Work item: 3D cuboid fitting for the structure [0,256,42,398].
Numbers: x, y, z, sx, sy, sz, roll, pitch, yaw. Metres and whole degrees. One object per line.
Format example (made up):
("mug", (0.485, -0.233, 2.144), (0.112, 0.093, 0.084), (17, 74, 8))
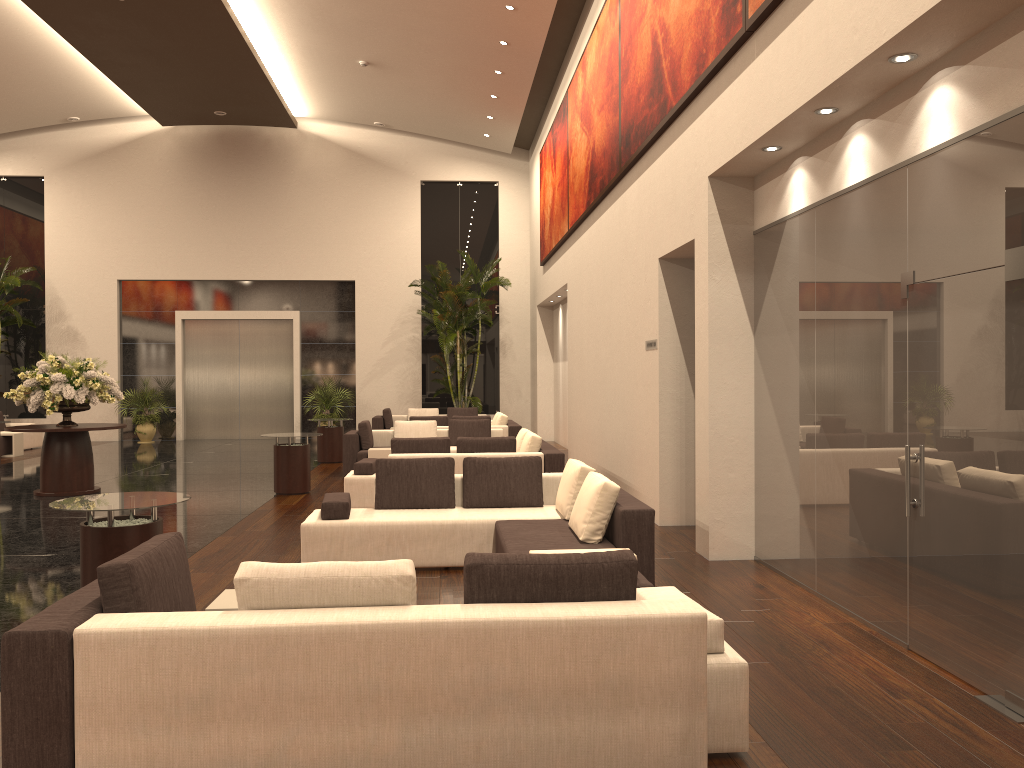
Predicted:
("structure", (-12.428, -0.850, 20.908), (2.436, 4.611, 2.531), (-1, 1, -33))

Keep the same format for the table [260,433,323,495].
("table", (-2.989, 1.086, 12.059), (0.833, 0.795, 0.844), (-1, 1, -43))

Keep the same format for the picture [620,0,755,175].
("picture", (1.527, -3.809, 8.601), (0.070, 2.526, 4.515), (0, 1, -4))

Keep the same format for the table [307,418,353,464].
("table", (-3.349, 1.049, 16.366), (0.833, 0.795, 0.844), (-1, 1, -43))

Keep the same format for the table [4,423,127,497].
("table", (-6.128, 1.038, 12.218), (1.498, 0.921, 1.498), (0, 1, -13))

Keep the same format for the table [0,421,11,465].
("table", (-9.447, 1.085, 15.896), (0.833, 0.795, 0.844), (-1, 1, -43))

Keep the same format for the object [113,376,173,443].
("object", (-8.910, 0.589, 21.610), (1.297, 1.682, 1.373), (0, 1, 29))

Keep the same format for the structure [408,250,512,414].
("structure", (-1.223, -0.916, 21.629), (2.436, 4.611, 2.531), (-1, 1, -33))

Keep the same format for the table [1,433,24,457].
("table", (-10.255, 1.239, 18.070), (0.400, 0.460, 0.400), (0, 1, -4))

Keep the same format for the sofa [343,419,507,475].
("sofa", (-1.282, 1.023, 14.458), (2.846, 0.862, 1.291), (0, 1, -4))

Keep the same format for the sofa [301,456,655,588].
("sofa", (-0.363, 1.091, 6.537), (2.586, 0.862, 3.366), (0, 1, -4))

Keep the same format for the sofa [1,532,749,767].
("sofa", (-0.469, 1.115, 3.911), (2.846, 0.862, 1.291), (0, 1, -4))

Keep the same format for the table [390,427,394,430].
("table", (-2.448, 1.186, 19.399), (0.400, 0.460, 0.400), (0, 1, -4))

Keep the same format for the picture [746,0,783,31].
("picture", (1.951, -3.761, 3.105), (0.070, 2.526, 6.485), (0, 1, -4))

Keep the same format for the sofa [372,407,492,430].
("sofa", (-1.718, 0.974, 20.114), (2.846, 0.862, 1.291), (0, 1, -4))

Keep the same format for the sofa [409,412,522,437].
("sofa", (-1.228, 0.995, 17.525), (2.586, 0.862, 3.366), (0, 1, -4))

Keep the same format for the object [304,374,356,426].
("object", (-4.586, 0.564, 21.890), (1.297, 1.682, 1.373), (0, 1, 34))

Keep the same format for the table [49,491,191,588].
("table", (-2.497, 1.142, 5.685), (0.833, 0.795, 0.844), (0, 1, 35))

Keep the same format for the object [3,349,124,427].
("object", (-6.107, 0.030, 12.209), (1.402, 1.097, 1.453), (0, 1, 42))

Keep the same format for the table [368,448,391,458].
("table", (-2.012, 1.236, 13.743), (0.400, 0.460, 0.400), (0, 1, -4))

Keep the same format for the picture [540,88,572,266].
("picture", (0.832, -3.887, 17.614), (0.070, 2.526, 4.515), (0, 1, -4))

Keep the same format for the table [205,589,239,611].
("table", (-1.300, 1.316, 4.509), (0.400, 0.460, 0.400), (0, 1, -4))

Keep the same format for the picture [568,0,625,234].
("picture", (1.180, -3.848, 13.105), (0.070, 2.526, 4.515), (0, 1, -4))

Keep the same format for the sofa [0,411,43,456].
("sofa", (-10.972, 1.034, 18.800), (1.291, 0.862, 2.846), (0, 1, -4))

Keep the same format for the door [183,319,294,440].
("door", (-6.933, -0.116, 22.577), (2.767, 3.048, 0.040), (0, 1, -4))

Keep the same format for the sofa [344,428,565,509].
("sofa", (-0.792, 1.044, 11.869), (2.586, 0.862, 3.366), (0, 1, -4))
